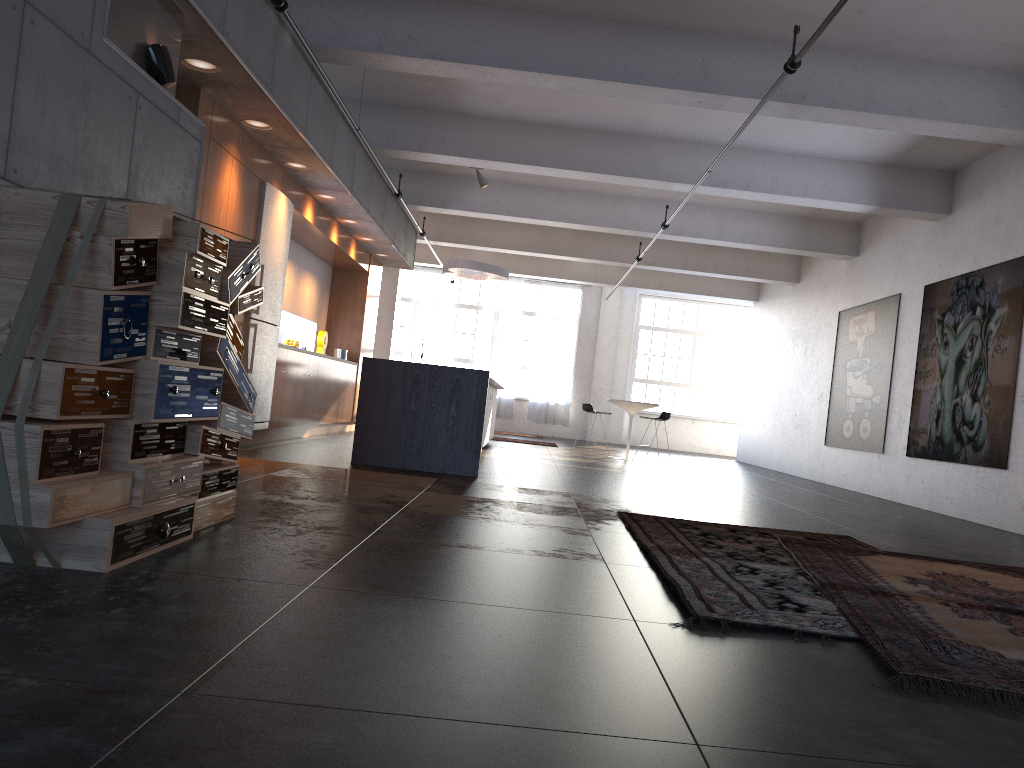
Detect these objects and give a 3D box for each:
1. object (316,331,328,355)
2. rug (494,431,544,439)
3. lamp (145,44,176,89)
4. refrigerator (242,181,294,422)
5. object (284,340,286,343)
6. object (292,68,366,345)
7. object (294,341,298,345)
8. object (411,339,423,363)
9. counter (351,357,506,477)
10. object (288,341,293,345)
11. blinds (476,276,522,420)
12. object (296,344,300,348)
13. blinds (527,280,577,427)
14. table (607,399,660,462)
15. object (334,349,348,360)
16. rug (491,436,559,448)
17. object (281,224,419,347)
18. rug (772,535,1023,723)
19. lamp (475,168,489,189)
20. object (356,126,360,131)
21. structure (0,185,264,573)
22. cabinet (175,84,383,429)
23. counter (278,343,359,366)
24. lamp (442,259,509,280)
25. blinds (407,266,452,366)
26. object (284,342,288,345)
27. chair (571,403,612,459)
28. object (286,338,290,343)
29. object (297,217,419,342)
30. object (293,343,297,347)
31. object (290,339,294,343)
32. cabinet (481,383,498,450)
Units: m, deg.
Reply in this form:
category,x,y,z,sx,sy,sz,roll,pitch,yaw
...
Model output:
category,x,y,z,sx,sy,sz,roll,pitch,yaw
object,-2.672,-0.558,12.487,0.099,0.381,0.274,6,-1,1
rug,-0.828,1.066,20.525,3.134,0.009,1.813,6,-1,-2
lamp,-1.914,-1.696,4.758,0.215,0.258,0.169,7,-1,-19
refrigerator,-2.403,-0.736,8.450,0.220,2.190,0.954,6,0,-2
object,-2.851,-0.535,11.157,0.053,0.053,0.062,7,-1,-42
object,-2.753,-0.494,11.184,0.050,0.053,0.065,6,-1,38
object,-2.172,-1.598,7.807,0.053,2.168,6.826,6,-1,-7
object,-2.199,-0.062,19.510,1.181,1.919,1.055,6,-1,0
counter,-0.770,0.383,11.264,1.142,0.971,6.654,6,-1,1
object,-2.194,-1.585,8.415,0.057,2.190,5.591,6,-1,-10
blinds,-0.294,-1.013,21.566,1.039,3.697,0.338,6,0,-4
object,-4.091,-1.857,5.499,0.061,2.210,11.936,6,-1,15
blinds,1.068,-0.867,21.610,1.031,3.750,0.341,6,0,-3
table,1.927,0.763,14.476,0.829,0.951,0.829,6,-1,0
object,-2.541,-0.428,13.125,0.195,0.170,0.186,7,-1,-42
rug,-0.576,1.000,16.837,2.887,0.029,1.853,6,-1,-1
object,-4.501,-0.312,4.825,0.941,1.214,13.293,6,-1,12
rug,2.202,1.001,3.928,1.863,0.048,3.548,6,-1,10
lamp,-0.418,-2.885,12.434,0.225,0.287,0.130,7,-1,-17
object,-2.789,-0.493,11.227,0.051,0.053,0.062,6,-1,7
structure,-1.501,-0.051,3.561,0.638,1.315,1.913,6,-1,1
cabinet,-3.495,-0.911,10.400,2.380,2.562,8.104,6,-1,1
counter,-3.152,-0.436,11.152,1.608,0.039,4.459,6,-1,1
lamp,-0.677,-1.800,14.006,1.030,0.130,1.055,8,-2,-44
blinds,-1.985,-1.191,21.527,1.033,3.674,0.360,6,0,-2
object,-2.835,-0.498,11.108,0.053,0.054,0.061,6,-1,-9
chair,1.292,0.774,14.136,0.513,0.895,0.456,7,-1,-23
object,-2.810,-0.545,11.105,0.058,0.060,0.051,6,-1,34
object,-2.720,-0.527,11.208,0.056,0.060,0.053,6,-1,23
object,-2.140,-1.541,10.061,0.054,2.228,2.373,6,-1,-24
object,-2.222,-1.654,6.304,0.059,2.164,9.858,6,-1,-5
cabinet,-0.753,0.429,11.876,0.922,0.930,5.647,6,-1,1
